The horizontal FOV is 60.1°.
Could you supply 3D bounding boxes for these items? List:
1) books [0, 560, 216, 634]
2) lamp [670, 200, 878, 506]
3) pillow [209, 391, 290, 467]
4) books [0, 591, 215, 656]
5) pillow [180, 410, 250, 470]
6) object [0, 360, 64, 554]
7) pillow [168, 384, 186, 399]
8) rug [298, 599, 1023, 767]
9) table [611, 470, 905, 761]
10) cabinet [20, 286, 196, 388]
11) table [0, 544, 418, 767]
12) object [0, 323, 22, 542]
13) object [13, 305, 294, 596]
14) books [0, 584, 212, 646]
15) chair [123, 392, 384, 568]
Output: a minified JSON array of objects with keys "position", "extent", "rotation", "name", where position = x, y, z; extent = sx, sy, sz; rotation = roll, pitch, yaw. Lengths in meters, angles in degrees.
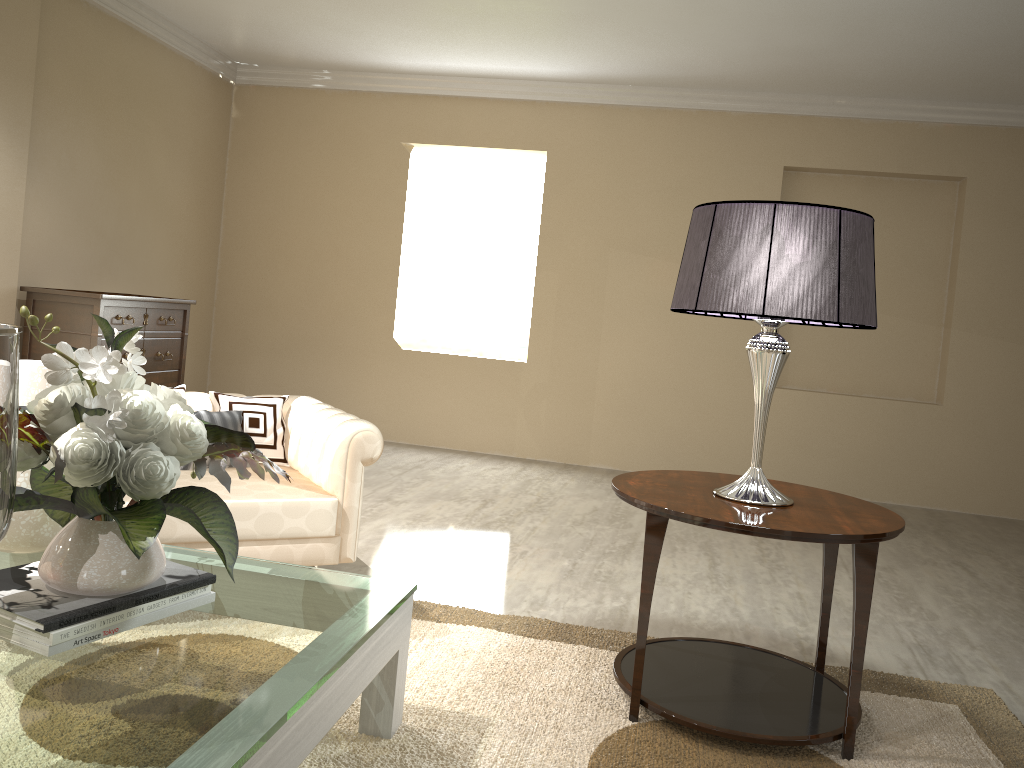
[{"position":[-0.742,0.346,1.537],"extent":[0.275,0.016,0.341],"rotation":[8,5,27],"name":"books"},{"position":[0.610,-0.067,2.119],"extent":[0.474,0.681,0.476],"rotation":[5,2,-15],"name":"lamp"},{"position":[-0.829,0.145,2.800],"extent":[0.251,0.222,0.165],"rotation":[4,3,-27],"name":"pillow"},{"position":[-0.735,0.383,1.536],"extent":[0.255,0.019,0.343],"rotation":[8,5,26],"name":"books"},{"position":[-0.896,0.171,2.639],"extent":[0.238,0.187,0.127],"rotation":[2,4,-44],"name":"pillow"},{"position":[-0.997,0.148,1.847],"extent":[0.252,0.385,0.252],"rotation":[6,2,5],"name":"object"},{"position":[-1.052,0.131,2.581],"extent":[0.184,0.248,0.280],"rotation":[7,3,33],"name":"pillow"},{"position":[-0.291,0.768,1.139],"extent":[2.673,0.022,2.975],"rotation":[6,4,10],"name":"rug"},{"position":[0.553,0.520,2.131],"extent":[0.674,0.497,0.675],"rotation":[6,3,7],"name":"table"},{"position":[-2.050,-0.053,4.500],"extent":[0.428,0.811,0.825],"rotation":[6,3,10],"name":"cabinet"},{"position":[-0.846,0.569,1.312],"extent":[1.058,0.344,1.302],"rotation":[6,4,10],"name":"table"},{"position":[-0.718,0.176,1.026],"extent":[0.236,0.504,0.236],"rotation":[6,2,8],"name":"object"},{"position":[-0.684,0.114,1.510],"extent":[0.511,0.474,0.548],"rotation":[6,3,11],"name":"object"},{"position":[-0.737,0.364,1.530],"extent":[0.254,0.019,0.337],"rotation":[7,5,24],"name":"books"},{"position":[-0.913,0.325,2.606],"extent":[0.848,0.550,0.736],"rotation":[4,4,-30],"name":"chair"}]
